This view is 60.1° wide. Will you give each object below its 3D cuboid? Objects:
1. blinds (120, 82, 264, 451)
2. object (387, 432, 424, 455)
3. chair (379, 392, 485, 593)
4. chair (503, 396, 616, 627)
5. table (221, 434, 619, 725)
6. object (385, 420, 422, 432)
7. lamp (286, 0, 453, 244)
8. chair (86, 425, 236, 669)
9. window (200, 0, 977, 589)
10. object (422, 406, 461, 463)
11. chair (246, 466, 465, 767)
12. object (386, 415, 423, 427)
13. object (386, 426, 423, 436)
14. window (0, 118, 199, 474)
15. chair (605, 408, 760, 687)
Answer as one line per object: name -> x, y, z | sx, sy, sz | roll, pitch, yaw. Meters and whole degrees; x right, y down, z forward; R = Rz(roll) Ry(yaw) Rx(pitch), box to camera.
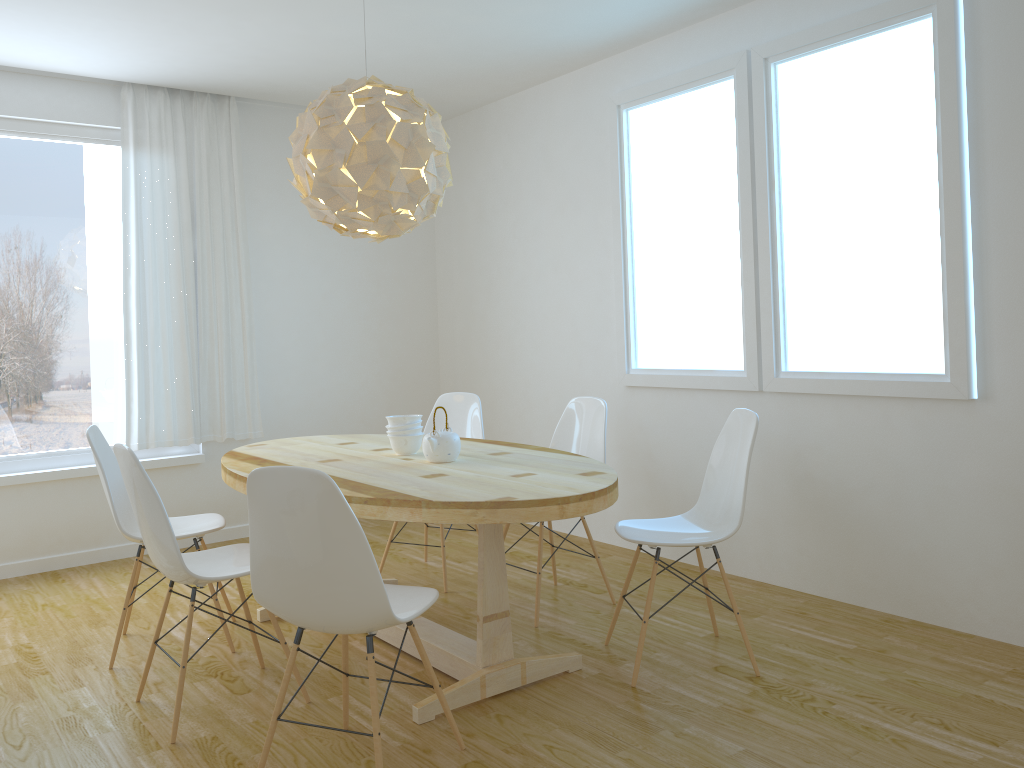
blinds -> -1.886, -0.718, 5.223 | 0.796, 2.160, 0.150 | -2, 0, -37
object -> -0.434, 0.246, 3.631 | 0.152, 0.082, 0.152 | -2, 3, 2
chair -> -0.384, 0.511, 4.473 | 0.429, 0.901, 0.524 | -2, 1, 28
chair -> 0.166, 0.524, 3.945 | 0.524, 0.901, 0.429 | -3, 1, -37
table -> -0.439, 0.659, 3.500 | 1.195, 0.725, 2.189 | -4, 4, -38
object -> -0.442, 0.199, 3.630 | 0.151, 0.095, 0.152 | -3, 3, -20
lamp -> -0.554, -1.112, 3.479 | 0.647, 1.135, 0.638 | -3, 1, -38
chair -> -1.406, 0.601, 3.577 | 0.523, 0.901, 0.430 | -2, 1, -17
window -> 0.176, -0.439, 3.352 | 2.553, 2.053, 1.879 | -4, 2, -37
object -> -0.283, 0.192, 3.384 | 0.177, 0.211, 0.147 | -3, 1, -38
chair -> -0.444, 0.636, 2.434 | 0.429, 0.901, 0.524 | -2, 1, 23
object -> -0.441, 0.171, 3.632 | 0.152, 0.087, 0.152 | -2, 3, -9
object -> -0.439, 0.223, 3.631 | 0.151, 0.093, 0.152 | -2, 2, 2
window -> -3.047, -0.457, 4.586 | 2.731, 1.918, 0.088 | -4, 1, -37
chair -> 0.623, 0.551, 3.226 | 0.523, 0.901, 0.430 | -2, 1, -7
